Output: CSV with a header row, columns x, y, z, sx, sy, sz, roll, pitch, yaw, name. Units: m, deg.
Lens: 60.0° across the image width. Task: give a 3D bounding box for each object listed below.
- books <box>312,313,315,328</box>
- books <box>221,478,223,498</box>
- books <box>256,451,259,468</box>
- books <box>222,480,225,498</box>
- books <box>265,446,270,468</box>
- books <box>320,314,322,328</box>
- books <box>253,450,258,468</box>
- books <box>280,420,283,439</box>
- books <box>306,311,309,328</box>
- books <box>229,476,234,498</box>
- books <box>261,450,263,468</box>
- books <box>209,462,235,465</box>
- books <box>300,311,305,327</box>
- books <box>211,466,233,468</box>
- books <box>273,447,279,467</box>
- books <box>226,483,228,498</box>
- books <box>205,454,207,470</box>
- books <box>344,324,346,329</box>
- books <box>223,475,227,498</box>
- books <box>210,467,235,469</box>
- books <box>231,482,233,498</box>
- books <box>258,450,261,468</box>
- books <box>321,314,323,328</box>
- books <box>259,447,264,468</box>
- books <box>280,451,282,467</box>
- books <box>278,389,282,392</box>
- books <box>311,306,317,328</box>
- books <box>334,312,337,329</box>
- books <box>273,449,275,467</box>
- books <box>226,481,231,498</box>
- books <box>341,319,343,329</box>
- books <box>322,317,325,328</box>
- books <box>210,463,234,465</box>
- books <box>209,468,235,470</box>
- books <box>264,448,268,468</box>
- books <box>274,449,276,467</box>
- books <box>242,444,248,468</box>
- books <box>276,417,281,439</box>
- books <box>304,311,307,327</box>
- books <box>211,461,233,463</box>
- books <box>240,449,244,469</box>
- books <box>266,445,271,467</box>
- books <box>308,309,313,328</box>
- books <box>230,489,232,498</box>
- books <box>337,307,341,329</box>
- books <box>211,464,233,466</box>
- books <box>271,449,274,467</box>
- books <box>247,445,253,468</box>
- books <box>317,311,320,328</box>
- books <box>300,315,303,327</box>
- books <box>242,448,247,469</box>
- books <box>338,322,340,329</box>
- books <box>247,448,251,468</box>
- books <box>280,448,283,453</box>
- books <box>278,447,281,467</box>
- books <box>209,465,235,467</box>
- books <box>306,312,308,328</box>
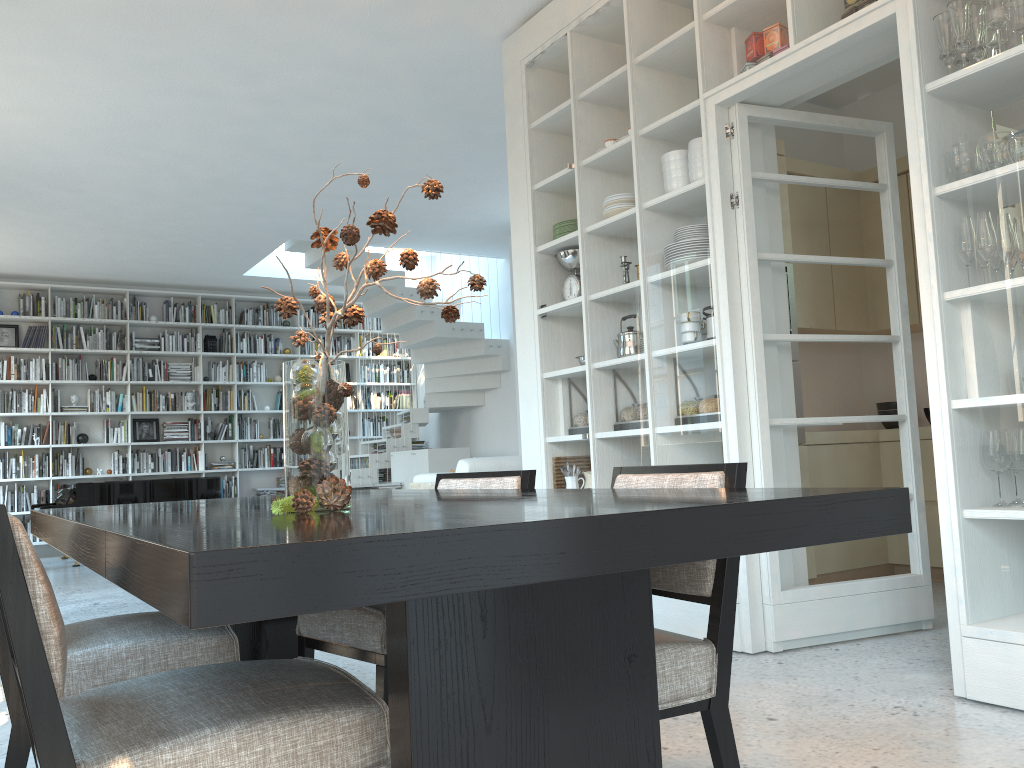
x,y,z,sx,sy,sz,roll,pitch,yaw,name
-2.716,-0.845,12.066,0.030,0.230,0.148,0,-5,-32,books
-3.659,1.319,11.141,0.005,0.263,0.162,0,-5,-32,books
-3.310,0.983,11.500,0.011,0.217,0.175,0,-5,-32,books
-3.635,1.327,11.145,0.014,0.245,0.176,0,-5,-32,books
-3.198,0.952,11.586,0.012,0.285,0.159,0,-5,-32,books
-2.642,-0.848,12.105,0.022,0.236,0.172,0,-5,-32,books
-3.342,0.976,11.480,0.065,0.231,0.162,0,-5,-32,books
-3.058,0.602,11.681,0.018,0.250,0.184,0,-5,-32,books
-2.790,-0.853,12.039,0.027,0.249,0.140,0,-5,-32,books
-3.541,1.309,11.205,0.021,0.284,0.172,0,-5,-32,books
-3.274,0.979,11.530,0.024,0.228,0.160,0,-5,-32,books
-3.669,1.005,11.214,0.285,0.012,0.159,0,-6,-28,books
-2.844,-0.856,11.981,0.025,0.250,0.178,0,-5,-32,books
-3.666,1.053,11.210,0.254,0.012,0.161,0,-6,-26,books
-3.098,0.962,11.630,0.026,0.262,0.173,0,-5,-32,books
-3.604,1.351,11.182,0.013,0.202,0.139,0,-5,-32,books
-3.868,0.984,11.168,0.030,0.210,0.136,0,-5,-32,books
-2.339,-0.846,12.287,0.018,0.235,0.186,0,-5,-32,books
-3.626,1.302,11.175,0.032,0.300,0.149,0,-5,-32,books
-3.667,1.066,11.212,0.285,0.012,0.159,0,-6,-27,books
-3.549,1.344,11.187,0.011,0.212,0.178,0,-5,-32,books
-3.298,0.976,11.520,0.029,0.234,0.142,0,-5,-32,books
-2.628,-0.856,12.124,0.021,0.253,0.151,0,-5,-32,books
-3.257,0.959,11.539,0.014,0.267,0.171,0,-5,-32,books
-3.059,0.989,11.661,0.022,0.211,0.136,0,-5,-32,books
-3.064,0.221,11.755,0.016,0.290,0.135,0,-5,-32,books
-2.694,-0.896,12.072,0.014,0.331,0.180,0,-5,-32,books
-2.448,-0.857,12.220,0.019,0.255,0.169,0,-5,-32,books
-3.142,0.975,11.613,0.025,0.237,0.156,0,-5,-32,books
-3.575,1.338,11.172,0.026,0.224,0.175,0,-5,-32,books
-2.378,-0.852,12.271,0.031,0.248,0.164,0,-5,-32,books
-2.601,-0.831,12.123,0.024,0.202,0.190,0,-6,-32,books
-3.664,1.016,11.205,0.254,0.012,0.161,0,-6,-32,books
-3.664,1.077,11.206,0.285,0.012,0.159,0,-6,-29,books
-3.224,0.966,11.547,0.025,0.252,0.181,0,-5,-32,books
-3.126,0.973,11.631,0.021,0.242,0.131,0,-5,-32,books
-3.434,0.931,11.410,0.010,0.316,0.187,0,-5,-32,books
-3.083,0.588,11.697,0.007,0.285,0.159,0,-5,-32,books
-2.820,-0.852,11.990,0.026,0.241,0.185,0,-5,-32,books
-3.666,0.992,11.209,0.254,0.012,0.161,-1,-6,-23,books
-3.472,0.964,11.405,0.012,0.254,0.161,0,-5,-32,books
-3.176,0.945,11.575,0.012,0.292,0.175,0,-5,-32,books
-2.750,-0.869,12.045,0.048,0.278,0.150,0,-5,-32,books
-3.568,1.339,11.196,0.012,0.225,0.149,0,-5,-32,books
-2.401,-0.888,12.262,0.007,0.320,0.166,0,-5,-32,books
-3.668,1.030,11.214,0.254,0.012,0.161,0,-6,-27,books
-3.158,0.970,11.586,0.031,0.243,0.185,0,-5,-32,books
-3.385,0.943,11.439,0.030,0.294,0.189,0,-5,-32,books
-2.657,-0.861,12.096,0.014,0.262,0.168,0,-5,-32,books
-2.857,-0.824,11.956,0.022,0.182,0.190,0,-6,-32,books
-3.446,0.958,11.398,0.023,0.262,0.186,0,-5,-32,books
-2.424,-0.854,12.245,0.016,0.251,0.189,0,-5,-32,books
-3.407,0.962,11.424,0.023,0.256,0.178,0,-5,-32,books
-3.023,0.970,11.681,0.012,0.249,0.164,0,-5,-32,books
-3.080,0.963,11.649,0.026,0.263,0.169,0,-5,-32,books
-3.666,1.041,11.209,0.285,0.012,0.159,0,-6,-29,books
-2.802,-0.846,12.010,0.024,0.231,0.169,0,-5,-32,books
